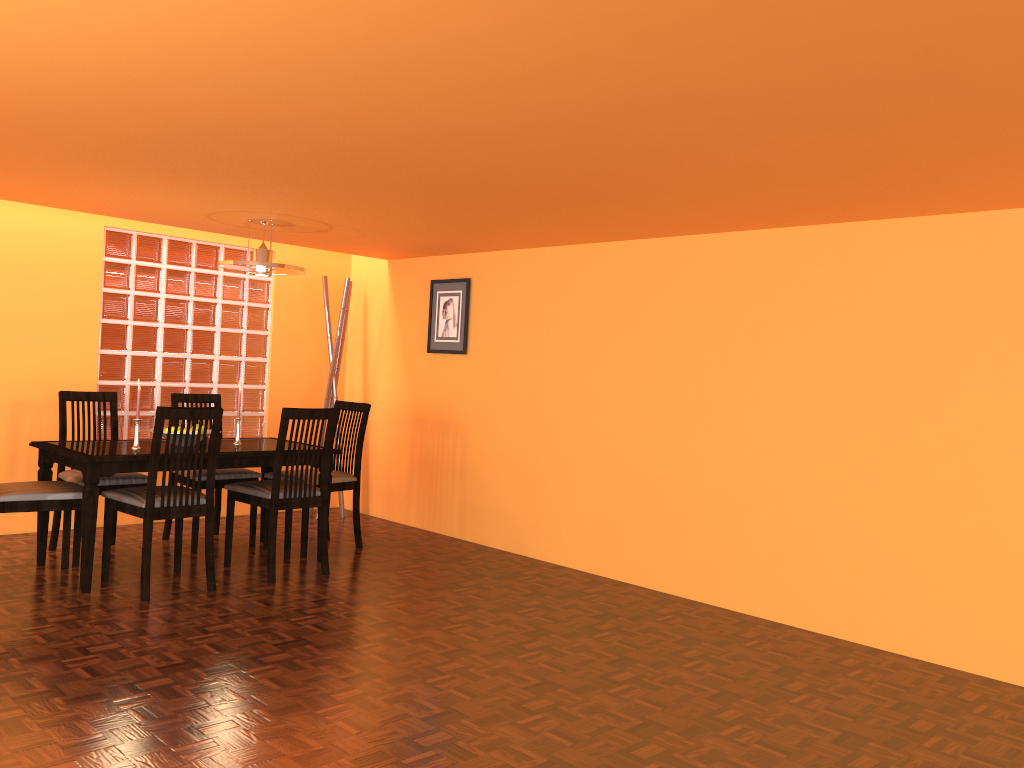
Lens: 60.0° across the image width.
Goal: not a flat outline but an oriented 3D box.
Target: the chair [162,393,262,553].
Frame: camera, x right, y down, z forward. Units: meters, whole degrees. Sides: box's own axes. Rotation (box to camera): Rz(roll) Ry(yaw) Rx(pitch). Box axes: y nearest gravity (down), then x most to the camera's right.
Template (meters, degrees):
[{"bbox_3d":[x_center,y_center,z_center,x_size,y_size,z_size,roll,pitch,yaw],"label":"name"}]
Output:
[{"bbox_3d":[-1.642,0.467,4.818,0.373,0.809,0.465,2,1,-45],"label":"chair"}]

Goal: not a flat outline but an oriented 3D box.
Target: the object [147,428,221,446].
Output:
[{"bbox_3d":[-1.587,0.262,4.294,0.337,0.072,0.337,3,1,11],"label":"object"}]

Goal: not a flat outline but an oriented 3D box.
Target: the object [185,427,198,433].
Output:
[{"bbox_3d":[-1.531,0.243,4.267,0.055,0.070,0.066,4,1,27],"label":"object"}]

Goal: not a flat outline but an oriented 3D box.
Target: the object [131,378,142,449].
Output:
[{"bbox_3d":[-1.708,0.132,4.050,0.044,0.326,0.044,4,1,34],"label":"object"}]

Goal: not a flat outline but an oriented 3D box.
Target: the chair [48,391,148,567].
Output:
[{"bbox_3d":[-2.050,0.451,4.412,0.373,0.809,0.465,2,1,-45],"label":"chair"}]

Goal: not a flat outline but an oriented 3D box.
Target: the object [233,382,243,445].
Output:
[{"bbox_3d":[-1.383,0.143,4.491,0.044,0.326,0.044,4,1,34],"label":"object"}]

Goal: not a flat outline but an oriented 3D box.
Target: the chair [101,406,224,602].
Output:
[{"bbox_3d":[-1.513,0.489,3.867,0.373,0.809,0.465,2,1,-45],"label":"chair"}]

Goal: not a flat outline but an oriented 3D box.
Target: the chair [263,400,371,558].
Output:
[{"bbox_3d":[-1.051,0.499,4.852,0.373,0.809,0.465,4,1,40],"label":"chair"}]

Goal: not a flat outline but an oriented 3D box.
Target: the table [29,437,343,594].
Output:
[{"bbox_3d":[-1.567,0.591,4.319,1.259,0.584,0.697,2,1,-45],"label":"table"}]

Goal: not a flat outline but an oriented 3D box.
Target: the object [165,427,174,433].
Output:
[{"bbox_3d":[-1.616,0.227,4.203,0.046,0.046,0.055,4,1,28],"label":"object"}]

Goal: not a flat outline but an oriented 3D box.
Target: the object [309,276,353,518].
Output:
[{"bbox_3d":[-1.169,0.090,5.830,0.226,1.589,0.308,3,1,-23],"label":"object"}]

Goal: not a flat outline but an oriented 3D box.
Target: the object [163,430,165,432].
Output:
[{"bbox_3d":[-1.613,0.253,4.247,0.150,0.052,0.066,3,1,3],"label":"object"}]

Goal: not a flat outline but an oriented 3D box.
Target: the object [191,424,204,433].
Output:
[{"bbox_3d":[-1.535,0.229,4.346,0.069,0.066,0.069,3,1,-35],"label":"object"}]

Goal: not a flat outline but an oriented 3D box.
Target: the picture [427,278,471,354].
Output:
[{"bbox_3d":[-0.390,-0.413,5.421,0.014,0.456,0.361,2,1,-45],"label":"picture"}]

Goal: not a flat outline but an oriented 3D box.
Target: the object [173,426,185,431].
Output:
[{"bbox_3d":[-1.627,0.245,4.296,0.087,0.076,0.089,2,1,-39],"label":"object"}]

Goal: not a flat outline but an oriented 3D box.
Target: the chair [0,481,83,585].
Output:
[{"bbox_3d":[-2.093,0.457,3.827,0.465,0.809,0.373,2,1,-40],"label":"chair"}]

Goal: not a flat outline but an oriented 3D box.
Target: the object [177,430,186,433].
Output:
[{"bbox_3d":[-1.569,0.241,4.218,0.055,0.046,0.046,3,1,8],"label":"object"}]

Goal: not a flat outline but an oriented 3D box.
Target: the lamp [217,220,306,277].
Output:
[{"bbox_3d":[-1.270,-0.691,4.524,0.435,0.274,0.435,3,1,-23],"label":"lamp"}]

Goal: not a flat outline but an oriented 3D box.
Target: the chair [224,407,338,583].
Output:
[{"bbox_3d":[-1.104,0.505,4.274,0.373,0.809,0.465,2,1,-45],"label":"chair"}]
